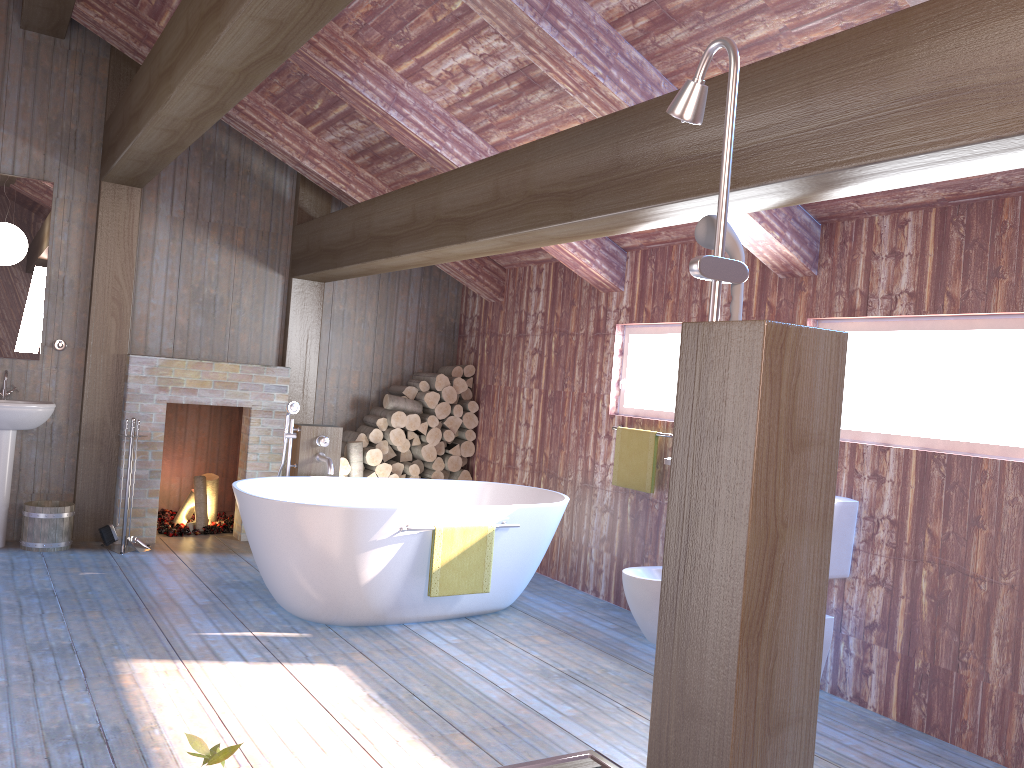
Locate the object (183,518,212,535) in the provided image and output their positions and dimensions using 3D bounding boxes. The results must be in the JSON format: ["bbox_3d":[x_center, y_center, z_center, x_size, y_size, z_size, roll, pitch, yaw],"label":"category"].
[{"bbox_3d":[-2.399,1.084,6.775,0.085,0.084,0.278,5,0,15],"label":"object"}]

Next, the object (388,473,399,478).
[{"bbox_3d":[-1.022,0.728,6.991,0.098,0.100,0.437,5,0,-33],"label":"object"}]

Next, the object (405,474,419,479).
[{"bbox_3d":[-0.855,0.760,7.104,0.111,0.113,0.301,5,0,-33],"label":"object"}]

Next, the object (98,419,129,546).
[{"bbox_3d":[-2.639,0.651,5.872,0.062,0.846,0.136,4,0,40],"label":"object"}]

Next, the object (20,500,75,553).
[{"bbox_3d":[-3.033,0.927,5.795,0.309,0.290,0.308,5,0,-21],"label":"object"}]

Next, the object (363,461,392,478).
[{"bbox_3d":[-1.097,0.655,6.965,0.139,0.148,0.458,5,0,-31],"label":"object"}]

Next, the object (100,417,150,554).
[{"bbox_3d":[-2.606,0.664,5.953,0.276,0.888,0.333,5,0,11],"label":"object"}]

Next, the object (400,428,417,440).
[{"bbox_3d":[-0.852,0.398,7.083,0.088,0.092,0.280,5,0,-30],"label":"object"}]

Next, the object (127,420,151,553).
[{"bbox_3d":[-2.509,0.674,5.938,0.206,0.871,0.126,5,0,12],"label":"object"}]

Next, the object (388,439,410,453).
[{"bbox_3d":[-0.918,0.469,7.042,0.115,0.123,0.291,5,0,-30],"label":"object"}]

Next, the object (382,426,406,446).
[{"bbox_3d":[-0.997,0.398,6.993,0.141,0.143,0.437,5,0,-33],"label":"object"}]

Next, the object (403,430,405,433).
[{"bbox_3d":[-0.908,0.384,7.030,0.057,0.061,0.156,5,0,-32],"label":"object"}]

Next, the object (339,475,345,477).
[{"bbox_3d":[-1.393,0.735,6.768,0.137,0.133,0.437,5,0,-33],"label":"object"}]

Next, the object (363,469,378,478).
[{"bbox_3d":[-1.213,0.741,6.909,0.155,0.174,0.483,5,0,-33],"label":"object"}]

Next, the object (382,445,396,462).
[{"bbox_3d":[-1.043,0.537,7.087,0.128,0.150,0.323,5,0,-31],"label":"object"}]

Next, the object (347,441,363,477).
[{"bbox_3d":[-1.181,0.581,6.692,0.147,0.298,0.109,5,0,-29],"label":"object"}]

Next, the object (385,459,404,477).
[{"bbox_3d":[-0.969,0.657,7.029,0.114,0.120,0.303,5,0,-30],"label":"object"}]

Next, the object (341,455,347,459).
[{"bbox_3d":[-1.353,0.583,6.913,0.099,0.093,0.280,5,0,-30],"label":"object"}]

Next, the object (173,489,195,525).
[{"bbox_3d":[-2.512,0.968,6.883,0.221,0.306,0.121,5,0,-4],"label":"object"}]

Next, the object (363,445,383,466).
[{"bbox_3d":[-1.155,0.541,6.906,0.138,0.147,0.440,5,0,-31],"label":"object"}]

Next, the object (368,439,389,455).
[{"bbox_3d":[-1.079,0.482,6.961,0.111,0.113,0.301,5,0,-32],"label":"object"}]

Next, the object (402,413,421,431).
[{"bbox_3d":[-0.882,0.284,7.065,0.138,0.147,0.440,5,0,-31],"label":"object"}]

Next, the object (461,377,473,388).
[{"bbox_3d":[-0.430,-0.022,7.384,0.081,0.100,0.281,5,0,-31],"label":"object"}]

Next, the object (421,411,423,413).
[{"bbox_3d":[-0.838,0.210,7.199,0.121,0.124,0.291,5,0,-30],"label":"object"}]

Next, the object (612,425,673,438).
[{"bbox_3d":[0.782,0.286,5.319,0.091,0.043,0.581,5,0,-31],"label":"object"}]

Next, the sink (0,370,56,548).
[{"bbox_3d":[-3.268,0.484,5.660,0.582,1.143,0.475,5,0,-32],"label":"sink"}]

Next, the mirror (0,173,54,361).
[{"bbox_3d":[-3.264,-0.765,5.847,0.350,1.199,0.009,5,0,-32],"label":"mirror"}]

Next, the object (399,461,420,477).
[{"bbox_3d":[-0.878,0.661,7.079,0.098,0.100,0.437,5,0,-33],"label":"object"}]

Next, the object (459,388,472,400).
[{"bbox_3d":[-0.437,0.074,7.367,0.107,0.115,0.269,5,0,-30],"label":"object"}]

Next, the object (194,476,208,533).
[{"bbox_3d":[-2.375,0.922,6.771,0.098,0.434,0.283,5,0,-33],"label":"object"}]

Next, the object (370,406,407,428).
[{"bbox_3d":[-0.979,0.262,7.005,0.135,0.145,0.439,5,0,-31],"label":"object"}]

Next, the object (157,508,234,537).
[{"bbox_3d":[-2.547,1.087,7.048,0.935,0.085,0.829,4,0,41],"label":"object"}]

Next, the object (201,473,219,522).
[{"bbox_3d":[-2.403,0.935,7.022,0.140,0.459,0.266,5,0,-14],"label":"object"}]

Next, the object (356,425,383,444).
[{"bbox_3d":[-1.112,0.390,6.917,0.115,0.123,0.291,5,0,-30],"label":"object"}]

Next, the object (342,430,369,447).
[{"bbox_3d":[-1.229,0.426,6.903,0.114,0.113,0.301,5,0,-34],"label":"object"}]

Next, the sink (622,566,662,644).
[{"bbox_3d":[0.816,1.124,4.732,0.515,0.517,0.335,5,0,-31],"label":"sink"}]

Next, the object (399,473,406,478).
[{"bbox_3d":[-0.947,0.737,7.045,0.086,0.089,0.279,5,0,-33],"label":"object"}]

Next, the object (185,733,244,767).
[{"bbox_3d":[-0.402,0.752,0.201,0.970,1.073,0.972,5,0,39],"label":"object"}]

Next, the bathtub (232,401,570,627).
[{"bbox_3d":[-0.584,0.719,5.046,1.935,1.109,1.460,5,0,-9],"label":"bathtub"}]

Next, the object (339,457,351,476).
[{"bbox_3d":[-1.384,0.605,6.781,0.139,0.137,0.455,5,0,-33],"label":"object"}]

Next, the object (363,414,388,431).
[{"bbox_3d":[-1.067,0.303,6.958,0.106,0.112,0.282,5,0,-30],"label":"object"}]

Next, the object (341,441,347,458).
[{"bbox_3d":[-1.312,0.504,6.936,0.108,0.113,0.302,5,0,-31],"label":"object"}]

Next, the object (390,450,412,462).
[{"bbox_3d":[-0.918,0.562,7.167,0.104,0.127,0.321,5,0,-31],"label":"object"}]

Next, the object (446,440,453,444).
[{"bbox_3d":[-0.548,0.450,7.259,0.067,0.069,0.177,5,0,-31],"label":"object"}]

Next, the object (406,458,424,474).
[{"bbox_3d":[-0.835,0.655,7.223,0.116,0.118,0.289,5,0,-34],"label":"object"}]
